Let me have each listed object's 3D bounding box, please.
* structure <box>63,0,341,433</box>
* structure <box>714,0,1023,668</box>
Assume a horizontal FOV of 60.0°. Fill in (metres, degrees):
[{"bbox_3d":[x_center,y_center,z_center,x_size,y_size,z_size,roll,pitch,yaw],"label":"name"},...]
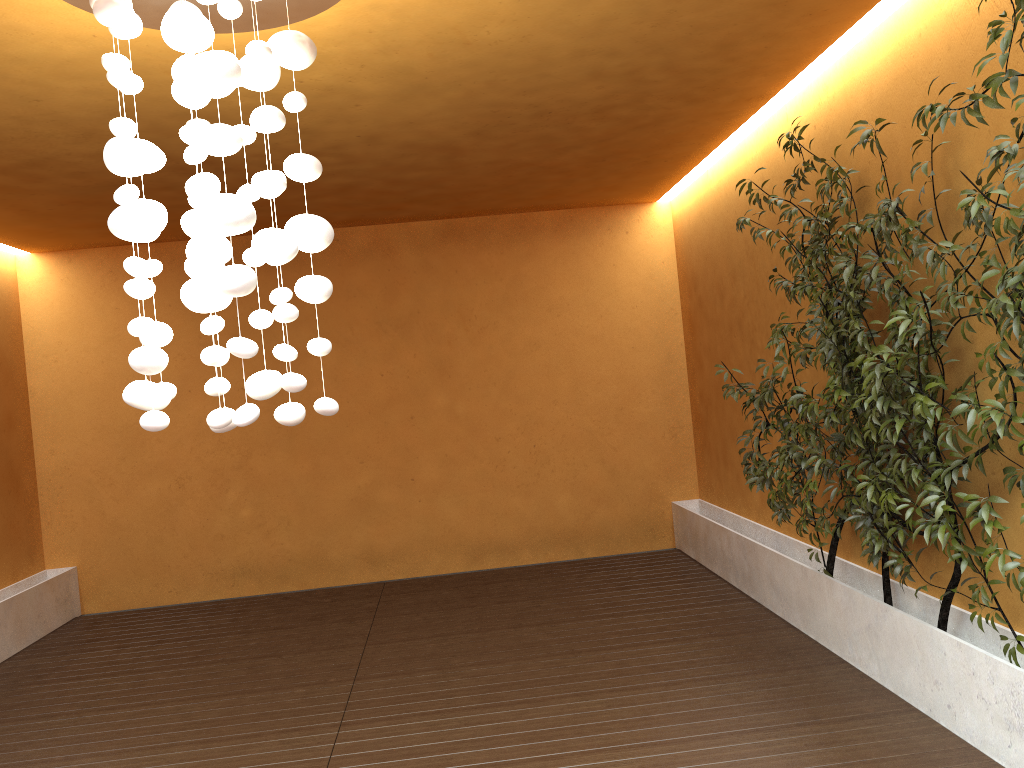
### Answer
[{"bbox_3d":[-0.917,-0.609,2.773,1.002,1.529,1.002,-6,0,44],"label":"structure"},{"bbox_3d":[1.541,-0.121,3.625,0.622,2.483,3.166,-6,0,-5],"label":"structure"}]
